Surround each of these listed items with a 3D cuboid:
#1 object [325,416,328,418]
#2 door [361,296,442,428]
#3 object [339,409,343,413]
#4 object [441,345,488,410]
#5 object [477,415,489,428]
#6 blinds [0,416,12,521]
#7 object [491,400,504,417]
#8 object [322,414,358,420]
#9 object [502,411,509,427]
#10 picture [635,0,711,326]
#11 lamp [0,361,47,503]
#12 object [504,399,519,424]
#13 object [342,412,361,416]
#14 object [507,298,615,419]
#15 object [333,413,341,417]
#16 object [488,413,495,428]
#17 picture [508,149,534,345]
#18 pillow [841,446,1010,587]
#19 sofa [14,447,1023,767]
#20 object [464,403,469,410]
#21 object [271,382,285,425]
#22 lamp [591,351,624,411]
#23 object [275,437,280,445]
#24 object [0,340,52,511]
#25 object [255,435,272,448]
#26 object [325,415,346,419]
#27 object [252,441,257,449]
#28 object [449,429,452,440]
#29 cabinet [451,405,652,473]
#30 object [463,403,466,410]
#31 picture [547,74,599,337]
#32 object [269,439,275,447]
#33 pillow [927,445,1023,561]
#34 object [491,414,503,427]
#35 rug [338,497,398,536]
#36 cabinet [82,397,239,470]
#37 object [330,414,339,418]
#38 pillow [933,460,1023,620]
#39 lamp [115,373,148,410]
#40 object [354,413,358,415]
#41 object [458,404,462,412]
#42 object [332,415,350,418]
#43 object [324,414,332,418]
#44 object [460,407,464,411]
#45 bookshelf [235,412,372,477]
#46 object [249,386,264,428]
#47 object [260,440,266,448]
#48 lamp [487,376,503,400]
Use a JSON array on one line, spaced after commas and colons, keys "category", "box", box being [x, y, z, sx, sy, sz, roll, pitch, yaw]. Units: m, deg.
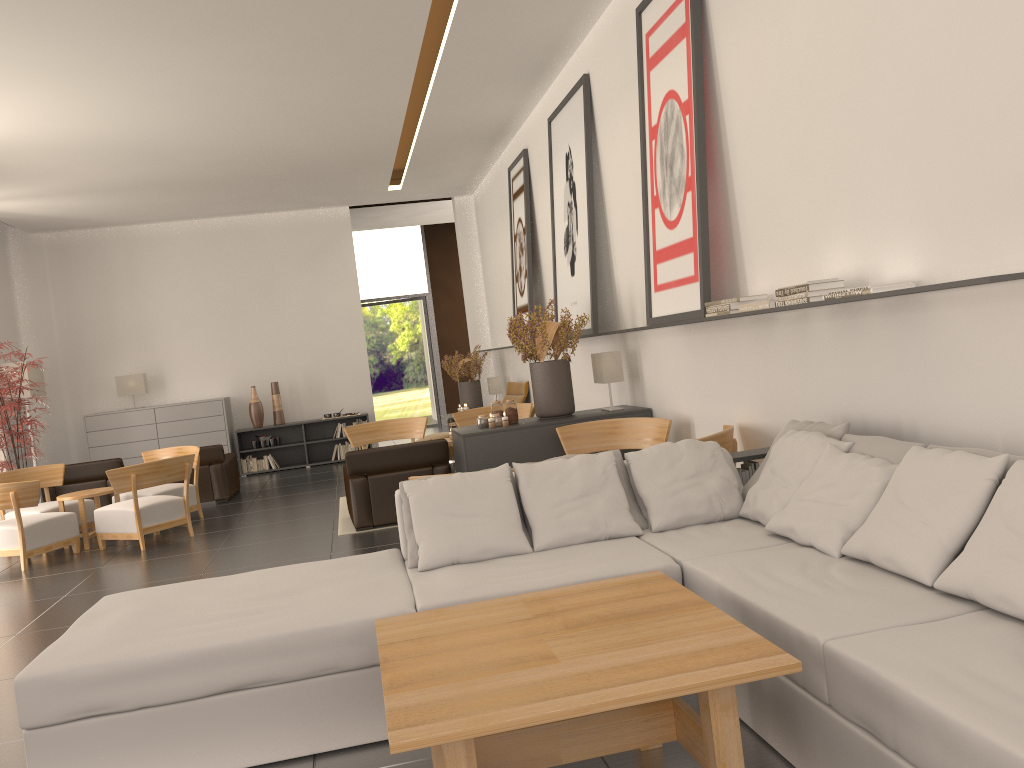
[{"category": "object", "box": [-4.466, 0.803, 21.317, 0.112, 0.040, 0.034, -6, 2, 34]}, {"category": "door", "box": [-3.738, -0.599, 28.960, 2.377, 4.267, 0.100, -7, 1, 4]}, {"category": "object", "box": [-4.216, 0.688, 21.605, 0.262, 0.152, 0.086, -9, 2, -43]}, {"category": "object", "box": [-1.074, -0.104, 20.736, 0.927, 1.553, 1.588, -7, 2, 18]}, {"category": "object", "box": [-0.372, 0.476, 11.256, 0.158, 0.158, 0.157, -8, 2, -37]}, {"category": "blinds", "box": [-10.638, -0.431, 17.678, 0.417, 6.430, 1.549, -7, 1, -14]}, {"category": "object", "box": [-0.181, 0.363, 11.375, 0.158, 0.325, 0.157, -7, 1, -19]}, {"category": "object", "box": [-4.112, 0.779, 21.398, 0.894, 0.003, 0.671, -7, 2, -8]}, {"category": "object", "box": [-0.086, 0.435, 11.011, 0.080, 0.187, 0.080, -7, 1, -1]}, {"category": "picture", "box": [1.611, -2.381, 9.018, 0.385, 3.492, 1.600, -7, 1, -10]}, {"category": "lamp", "box": [-10.373, 1.118, 19.140, 0.908, 3.177, 1.000, -7, 1, -10]}, {"category": "object", "box": [-0.006, 0.345, 11.295, 0.157, 0.325, 0.158, -6, 1, 26]}, {"category": "object", "box": [-3.904, 0.732, 21.471, 0.405, 0.034, 0.293, -5, 3, 37]}, {"category": "object", "box": [0.683, -0.366, 11.544, 1.422, 1.553, 1.437, -7, 2, 2]}, {"category": "object", "box": [-4.251, 0.746, 21.567, 0.188, 0.082, 0.188, -7, 2, 4]}, {"category": "object", "box": [-0.258, 0.454, 11.056, 0.076, 0.187, 0.076, -7, 1, 6]}, {"category": "picture", "box": [0.163, -2.503, 16.767, 0.385, 3.492, 1.600, -7, 1, -10]}, {"category": "pillow", "box": [2.199, 0.665, 4.743, 0.585, 0.598, 0.801, -7, 2, -11]}, {"category": "sofa", "box": [0.203, 1.388, 4.295, 5.527, 1.204, 5.605, -7, 2, -10]}, {"category": "object", "box": [-1.026, 0.569, 20.128, 0.104, 0.254, 0.104, -6, 2, 40]}, {"category": "object", "box": [-5.615, 0.463, 21.188, 0.262, 1.025, 0.262, -7, 1, -7]}, {"category": "lamp", "box": [1.264, -0.036, 11.562, 0.257, 0.757, 0.514, -7, 1, -10]}, {"category": "object", "box": [-5.586, 1.368, 21.153, 0.135, 0.178, 0.136, -7, 2, -4]}, {"category": "object", "box": [-8.616, 0.952, 15.190, 1.491, 3.396, 1.770, -8, 1, -25]}, {"category": "object", "box": [-5.893, 1.343, 21.071, 0.413, 0.309, 0.142, -7, 1, 4]}, {"category": "object", "box": [-4.216, 0.790, 21.227, 0.515, 0.015, 0.014, -8, 2, -18]}, {"category": "object", "box": [-6.062, 1.436, 20.901, 0.135, 0.178, 0.136, -7, 2, -9]}, {"category": "object", "box": [-0.954, 0.787, 14.038, 0.076, 0.187, 0.076, -6, 1, 29]}, {"category": "cabinet", "box": [0.538, 1.061, 11.437, 2.401, 1.239, 1.120, -7, 2, -11]}, {"category": "object", "box": [-1.066, 0.569, 20.246, 0.104, 0.254, 0.104, -6, 2, 40]}, {"category": "picture", "box": [0.865, -2.444, 13.009, 0.385, 3.492, 2.193, -7, 1, -10]}, {"category": "object", "box": [-5.655, 1.385, 20.931, 0.136, 0.178, 0.135, -8, 2, -40]}, {"category": "pillow", "box": [2.339, 0.666, 4.768, 0.550, 0.581, 0.919, -7, 2, -10]}, {"category": "object", "box": [-0.196, 0.457, 11.176, 0.158, 0.158, 0.157, -8, 2, -37]}, {"category": "rug", "box": [-0.691, 1.736, 13.911, 4.002, 0.010, 3.558, -7, 2, -10]}, {"category": "cabinet", "box": [-8.155, 1.441, 20.777, 3.081, 1.876, 1.040, -7, 1, -11]}, {"category": "object", "box": [-4.293, 0.773, 21.304, 0.292, 0.058, 0.086, -8, 2, -24]}, {"category": "pillow", "box": [2.349, 0.678, 3.942, 0.585, 0.598, 0.801, -7, 2, -11]}, {"category": "lamp", "box": [-8.907, 0.185, 20.826, 0.619, 0.796, 0.309, -7, 1, -11]}, {"category": "object", "box": [-3.730, 0.715, 21.273, 0.112, 0.040, 0.034, -8, 2, -21]}, {"category": "object", "box": [-1.181, 0.585, 20.198, 0.108, 0.254, 0.108, -6, 2, 44]}, {"category": "object", "box": [-4.142, 0.782, 21.202, 0.515, 0.015, 0.014, -7, 2, -12]}, {"category": "object", "box": [-4.471, 0.774, 21.530, 0.188, 0.082, 0.188, -5, 3, 40]}, {"category": "object", "box": [-1.066, 0.607, 20.107, 0.208, 0.187, 0.111, -8, 2, -24]}, {"category": "bookshelf", "box": [-4.939, 1.435, 21.252, 3.081, 1.079, 0.740, -7, 2, -11]}, {"category": "object", "box": [-6.035, 0.542, 20.884, 0.326, 0.992, 0.327, -7, 1, 13]}, {"category": "object", "box": [-5.853, 1.412, 20.865, 0.135, 0.178, 0.136, -7, 2, -9]}, {"category": "lamp", "box": [-0.372, 0.218, 20.628, 0.257, 0.756, 0.514, -7, 1, -10]}]
